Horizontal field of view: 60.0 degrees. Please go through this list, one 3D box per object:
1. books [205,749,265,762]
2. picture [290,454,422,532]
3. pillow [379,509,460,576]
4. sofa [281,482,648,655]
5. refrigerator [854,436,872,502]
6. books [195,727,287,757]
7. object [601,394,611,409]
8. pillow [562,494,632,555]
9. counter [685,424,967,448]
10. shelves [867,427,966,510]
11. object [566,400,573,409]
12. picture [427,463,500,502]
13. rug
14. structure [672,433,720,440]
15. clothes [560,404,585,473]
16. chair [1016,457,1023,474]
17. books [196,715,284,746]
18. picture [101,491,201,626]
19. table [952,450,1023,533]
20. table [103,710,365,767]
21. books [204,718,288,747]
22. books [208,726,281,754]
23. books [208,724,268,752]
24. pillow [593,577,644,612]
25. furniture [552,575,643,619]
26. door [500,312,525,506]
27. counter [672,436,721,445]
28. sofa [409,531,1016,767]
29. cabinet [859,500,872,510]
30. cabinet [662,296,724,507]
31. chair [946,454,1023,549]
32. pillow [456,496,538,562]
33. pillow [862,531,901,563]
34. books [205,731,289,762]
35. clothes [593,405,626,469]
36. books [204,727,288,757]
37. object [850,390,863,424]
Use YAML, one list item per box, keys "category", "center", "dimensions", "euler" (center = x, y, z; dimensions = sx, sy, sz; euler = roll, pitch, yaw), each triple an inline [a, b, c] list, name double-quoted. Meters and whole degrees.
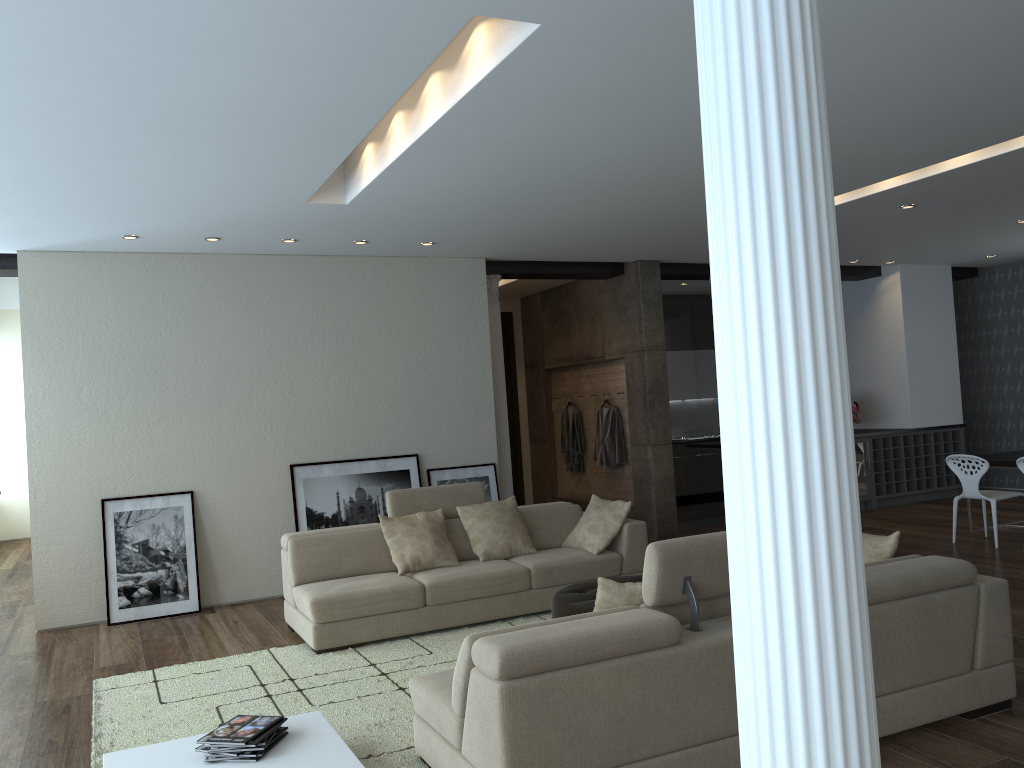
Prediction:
- category: "books"
  center: [-1.111, 1.481, 3.651]
  dimensions: [0.220, 0.010, 0.300]
  euler: [-4, -2, -5]
- category: "picture"
  center: [-1.336, 1.244, 7.931]
  dimensions: [1.183, 1.140, 0.225]
  euler: [-3, -2, -25]
- category: "pillow"
  center: [-0.678, 1.140, 6.477]
  dimensions: [0.519, 0.416, 0.368]
  euler: [-3, -2, -30]
- category: "sofa"
  center: [-0.335, 1.241, 6.630]
  dimensions: [2.581, 0.950, 1.021]
  euler: [-3, -2, -25]
- category: "refrigerator"
  center: [4.074, 1.033, 10.661]
  dimensions: [0.578, 0.774, 0.075]
  euler: [-3, -2, -21]
- category: "books"
  center: [-1.112, 1.462, 3.652]
  dimensions: [0.220, 0.010, 0.300]
  euler: [-4, -2, 25]
- category: "object"
  center: [1.093, 0.220, 10.258]
  dimensions: [0.010, 0.219, 0.430]
  euler: [-3, -2, -25]
- category: "pillow"
  center: [0.671, 1.075, 6.860]
  dimensions: [0.395, 0.393, 0.518]
  euler: [-3, -2, -29]
- category: "counter"
  center: [3.994, 0.641, 11.124]
  dimensions: [3.700, 0.040, 1.000]
  euler: [-3, -2, -25]
- category: "shelves"
  center: [4.928, 1.062, 11.535]
  dimensions: [1.700, 0.897, 0.900]
  euler: [-3, -2, -25]
- category: "object"
  center: [0.723, 0.266, 11.080]
  dimensions: [0.010, 0.219, 0.430]
  euler: [-3, -2, -25]
- category: "picture"
  center: [-0.414, 1.272, 8.374]
  dimensions: [0.700, 0.988, 0.195]
  euler: [-3, -2, -25]
- category: "rug"
  center: [-0.005, 1.641, 4.957]
  dimensions: [4.231, 0.020, 2.972]
  euler: [-3, -2, -25]
- category: "structure"
  center: [2.794, 0.777, 12.884]
  dimensions: [0.900, 0.066, 0.520]
  euler: [-3, -2, -25]
- category: "clothes"
  center: [0.731, 0.680, 11.068]
  dimensions: [0.141, 0.855, 0.569]
  euler: [-3, -2, -25]
- category: "chair"
  center: [4.624, 1.002, 7.473]
  dimensions: [0.581, 0.835, 0.495]
  euler: [-3, -2, -25]
- category: "books"
  center: [-1.114, 1.423, 3.653]
  dimensions: [0.220, 0.010, 0.300]
  euler: [-4, -2, 15]
- category: "picture"
  center: [-2.925, 1.400, 7.198]
  dimensions: [0.700, 0.988, 0.195]
  euler: [-3, -2, -25]
- category: "table"
  center: [5.611, 0.992, 7.501]
  dimensions: [1.200, 0.733, 3.400]
  euler: [-3, -2, -25]
- category: "table"
  center: [-1.093, 1.574, 3.457]
  dimensions: [0.900, 0.170, 0.900]
  euler: [-3, -2, -25]
- category: "books"
  center: [-1.089, 1.431, 3.648]
  dimensions: [0.220, 0.010, 0.300]
  euler: [-4, -2, 10]
- category: "books"
  center: [-1.088, 1.450, 3.648]
  dimensions: [0.220, 0.010, 0.300]
  euler: [-4, -2, 0]
- category: "books"
  center: [-1.113, 1.442, 3.652]
  dimensions: [0.220, 0.010, 0.300]
  euler: [-3, -2, -10]
- category: "pillow"
  center: [0.567, 0.988, 3.808]
  dimensions: [0.519, 0.416, 0.368]
  euler: [-3, -2, -21]
- category: "furniture"
  center: [0.771, 1.415, 5.357]
  dimensions: [1.057, 0.355, 1.057]
  euler: [-3, -2, -23]
- category: "door"
  center: [-0.418, 0.454, 11.882]
  dimensions: [1.037, 2.814, 0.246]
  euler: [-3, -2, -25]
- category: "counter"
  center: [2.237, 0.917, 12.663]
  dimensions: [3.597, 0.223, 0.807]
  euler: [-3, -2, -25]
- category: "sofa"
  center: [0.909, 1.089, 3.963]
  dimensions: [2.581, 0.950, 1.021]
  euler: [-3, -2, -25]
- category: "cabinet"
  center: [3.869, 1.116, 11.038]
  dimensions: [0.642, 0.897, 0.900]
  euler: [-3, -2, -25]
- category: "cabinet"
  center: [3.921, 0.128, 13.481]
  dimensions: [7.409, 2.980, 0.827]
  euler: [-3, -2, -25]
- category: "chair"
  center: [4.332, 1.038, 8.110]
  dimensions: [0.581, 0.835, 0.495]
  euler: [-3, -2, -25]
- category: "pillow"
  center: [-0.119, 1.101, 6.754]
  dimensions: [0.534, 0.439, 0.301]
  euler: [-3, -2, -29]
- category: "pillow"
  center: [1.725, 0.947, 4.599]
  dimensions: [0.395, 0.393, 0.518]
  euler: [-3, -2, -22]
- category: "books"
  center: [-1.085, 1.489, 3.647]
  dimensions: [0.220, 0.010, 0.300]
  euler: [-4, -2, 10]
- category: "clothes"
  center: [1.100, 0.609, 10.251]
  dimensions: [0.173, 0.735, 0.700]
  euler: [-3, -2, -27]
- category: "books"
  center: [-1.086, 1.470, 3.647]
  dimensions: [0.220, 0.010, 0.300]
  euler: [-4, -2, 10]
- category: "object"
  center: [4.072, 0.340, 11.068]
  dimensions: [0.544, 0.552, 0.570]
  euler: [-3, -2, -19]
